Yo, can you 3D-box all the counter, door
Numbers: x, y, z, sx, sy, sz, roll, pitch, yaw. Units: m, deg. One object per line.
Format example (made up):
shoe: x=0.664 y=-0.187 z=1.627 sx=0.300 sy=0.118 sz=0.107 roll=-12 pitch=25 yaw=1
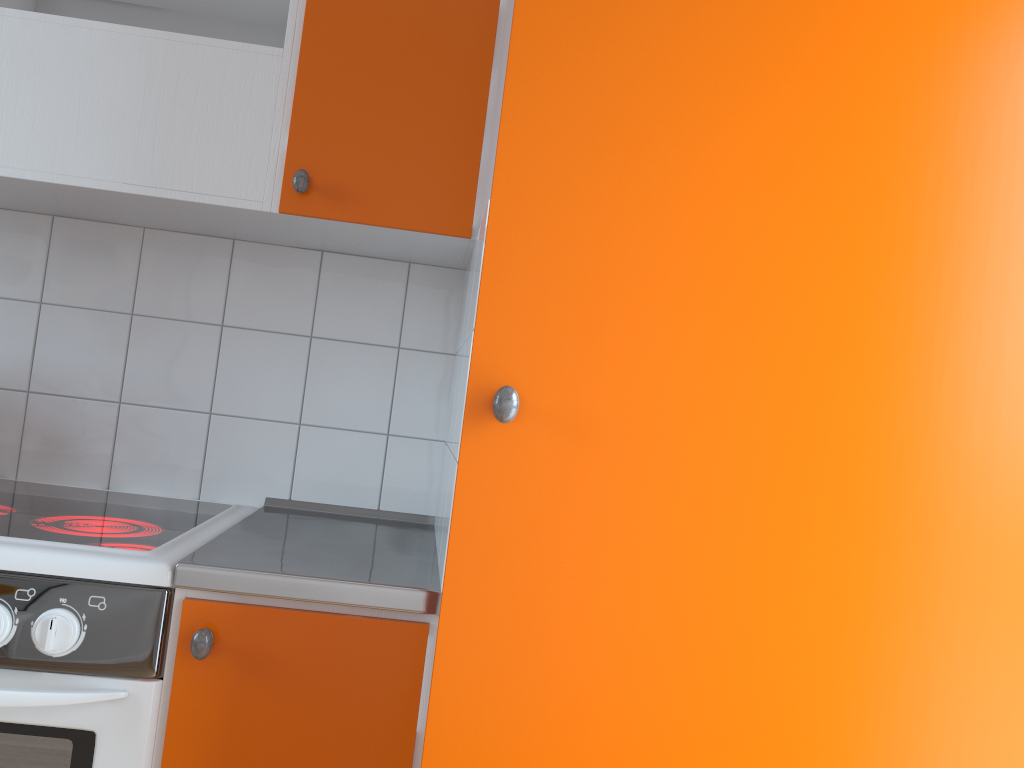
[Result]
counter: x=-1.672 y=0.146 z=1.450 sx=3.110 sy=0.132 sz=0.679 roll=7 pitch=-2 yaw=-4
door: x=0.671 y=0.196 z=0.738 sx=1.419 sy=2.056 sz=0.677 roll=5 pitch=-3 yaw=43

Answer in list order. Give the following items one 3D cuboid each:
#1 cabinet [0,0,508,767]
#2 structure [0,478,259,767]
cabinet: x=-1.627 y=-0.207 z=1.446 sx=3.112 sy=2.349 sz=0.703 roll=7 pitch=-2 yaw=-4
structure: x=-0.842 y=0.637 z=1.466 sx=0.620 sy=0.865 sz=0.731 roll=7 pitch=-2 yaw=-5
